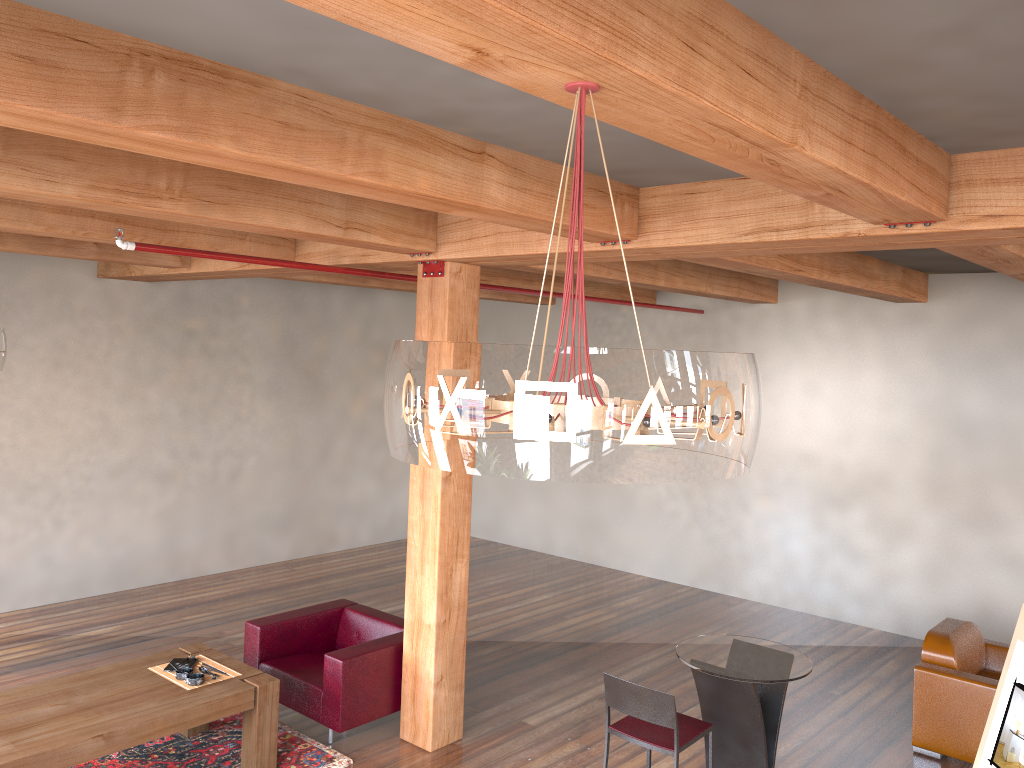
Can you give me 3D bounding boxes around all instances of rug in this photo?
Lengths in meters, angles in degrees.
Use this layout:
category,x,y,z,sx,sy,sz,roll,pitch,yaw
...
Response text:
category,x,y,z,sx,sy,sz,roll,pitch,yaw
rug,-2.270,2.264,4.880,1.345,0.009,2.461,4,3,41

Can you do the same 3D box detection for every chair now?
category,x,y,z,sx,sy,sz,roll,pitch,yaw
chair,-1.174,1.961,6.096,1.072,0.593,0.865,4,2,41
chair,0.716,1.909,4.358,0.430,0.982,0.466,2,0,41
chair,3.281,2.068,5.941,0.831,0.735,1.063,3,2,41

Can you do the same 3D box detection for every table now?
category,x,y,z,sx,sy,sz,roll,pitch,yaw
table,-2.284,1.992,4.842,0.901,0.550,1.749,3,2,41
table,1.244,1.946,4.834,0.721,0.924,0.722,2,1,-24

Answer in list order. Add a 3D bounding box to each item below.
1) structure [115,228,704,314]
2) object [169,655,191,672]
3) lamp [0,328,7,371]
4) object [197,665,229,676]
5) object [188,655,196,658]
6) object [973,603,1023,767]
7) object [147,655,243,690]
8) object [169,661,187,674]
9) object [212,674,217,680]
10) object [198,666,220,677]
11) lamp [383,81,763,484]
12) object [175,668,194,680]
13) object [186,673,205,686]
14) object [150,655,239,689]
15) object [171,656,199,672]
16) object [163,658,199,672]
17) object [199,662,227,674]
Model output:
category,x,y,z,sx,sy,sz,roll,pitch,yaw
structure,0.053,-0.813,7.417,0.051,0.112,6.804,2,2,41
object,-2.000,1.685,5.336,0.007,0.008,0.270,2,2,7
lamp,-3.208,-0.488,4.834,0.809,0.815,0.810,2,1,-8
object,-1.787,1.712,5.298,0.270,0.008,0.007,3,1,30
object,-1.975,1.691,5.476,0.059,0.021,0.018,3,1,27
object,2.059,1.419,3.352,0.685,2.141,0.702,2,0,1
object,-1.892,1.713,5.279,0.470,0.001,0.352,4,3,41
object,-1.940,1.666,5.171,0.137,0.080,0.045,2,0,6
object,-1.737,1.712,5.167,0.018,0.021,0.059,2,2,-7
object,-1.792,1.702,5.241,0.153,0.030,0.045,3,2,25
lamp,0.138,-0.249,1.938,0.809,0.815,0.809,2,1,-7
object,-1.911,1.694,5.168,0.098,0.043,0.099,2,2,-11
object,-1.820,1.700,5.093,0.098,0.043,0.099,1,2,-23
object,-1.891,1.713,5.280,0.471,0.003,0.332,4,3,41
object,-1.971,1.686,5.340,0.007,0.008,0.270,2,2,15
object,-1.993,1.697,5.338,0.154,0.018,0.213,2,2,-4
object,-1.803,1.710,5.336,0.270,0.008,0.007,4,2,36
